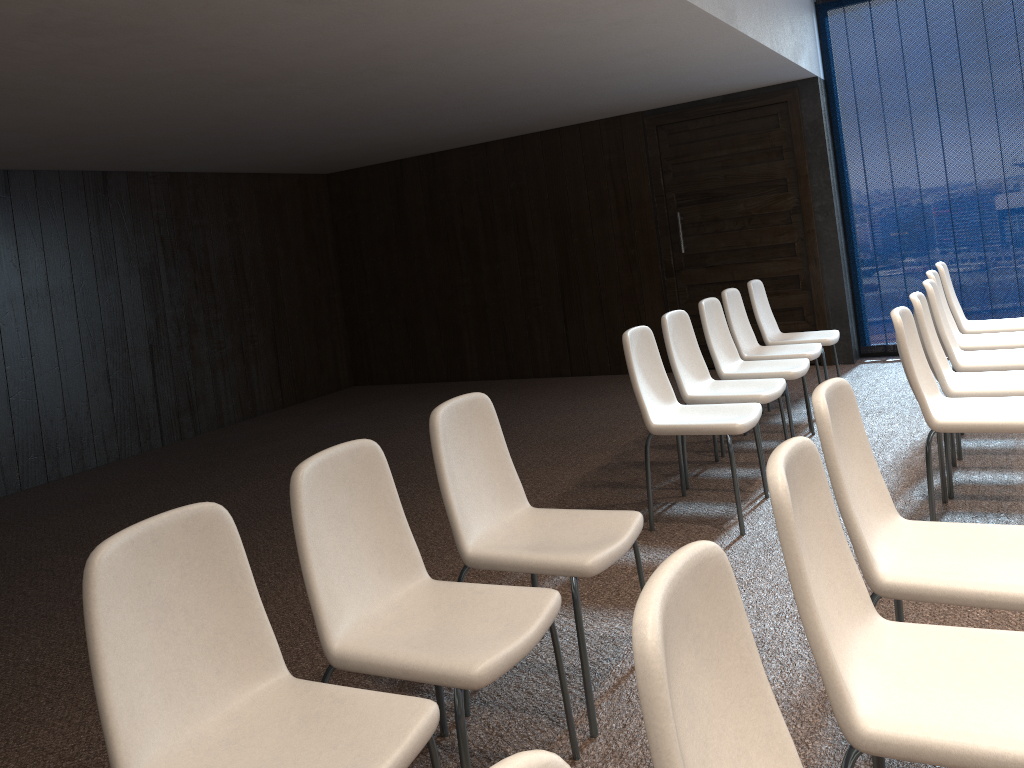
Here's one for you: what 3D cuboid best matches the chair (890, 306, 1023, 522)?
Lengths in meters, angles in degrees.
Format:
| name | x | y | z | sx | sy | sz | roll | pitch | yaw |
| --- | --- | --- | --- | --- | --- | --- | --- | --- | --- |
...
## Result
| name | x | y | z | sx | sy | sz | roll | pitch | yaw |
| --- | --- | --- | --- | --- | --- | --- | --- | --- | --- |
| chair | 1.891 | 0.121 | 3.545 | 0.554 | 0.897 | 0.538 | -6 | 3 | 32 |

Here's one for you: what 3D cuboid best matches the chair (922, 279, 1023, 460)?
| name | x | y | z | sx | sy | sz | roll | pitch | yaw |
| --- | --- | --- | --- | --- | --- | --- | --- | --- | --- |
| chair | 2.503 | -0.120 | 4.574 | 0.554 | 0.897 | 0.538 | -6 | 3 | 29 |

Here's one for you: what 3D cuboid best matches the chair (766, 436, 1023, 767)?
| name | x | y | z | sx | sy | sz | roll | pitch | yaw |
| --- | --- | --- | --- | --- | --- | --- | --- | --- | --- |
| chair | 0.821 | 0.562 | 1.621 | 0.554 | 0.897 | 0.538 | -6 | 3 | 29 |

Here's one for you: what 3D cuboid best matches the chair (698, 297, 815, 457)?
| name | x | y | z | sx | sy | sz | roll | pitch | yaw |
| --- | --- | --- | --- | --- | --- | --- | --- | --- | --- |
| chair | 1.454 | -0.081 | 5.190 | 0.554 | 0.897 | 0.538 | -6 | 3 | 30 |

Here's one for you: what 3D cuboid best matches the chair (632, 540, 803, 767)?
| name | x | y | z | sx | sy | sz | roll | pitch | yaw |
| --- | --- | --- | --- | --- | --- | --- | --- | --- | --- |
| chair | 0.499 | 0.687 | 1.092 | 0.554 | 0.897 | 0.538 | -6 | 3 | 28 |

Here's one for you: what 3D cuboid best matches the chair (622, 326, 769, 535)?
| name | x | y | z | sx | sy | sz | roll | pitch | yaw |
| --- | --- | --- | --- | --- | --- | --- | --- | --- | --- |
| chair | 0.868 | 0.163 | 4.117 | 0.554 | 0.897 | 0.538 | -6 | 3 | 29 |

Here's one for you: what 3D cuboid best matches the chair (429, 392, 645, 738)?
| name | x | y | z | sx | sy | sz | roll | pitch | yaw |
| --- | --- | --- | --- | --- | --- | --- | --- | --- | --- |
| chair | 0.097 | 0.480 | 2.736 | 0.554 | 0.897 | 0.538 | -6 | 3 | 29 |

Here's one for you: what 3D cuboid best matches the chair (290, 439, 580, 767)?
| name | x | y | z | sx | sy | sz | roll | pitch | yaw |
| --- | --- | --- | --- | --- | --- | --- | --- | --- | --- |
| chair | -0.195 | 0.603 | 2.194 | 0.554 | 0.897 | 0.538 | -6 | 3 | 29 |

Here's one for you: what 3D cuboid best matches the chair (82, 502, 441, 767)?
| name | x | y | z | sx | sy | sz | roll | pitch | yaw |
| --- | --- | --- | --- | --- | --- | --- | --- | --- | --- |
| chair | -0.470 | 0.714 | 1.713 | 0.554 | 0.897 | 0.538 | -6 | 3 | 30 |

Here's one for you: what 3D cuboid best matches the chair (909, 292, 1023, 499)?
| name | x | y | z | sx | sy | sz | roll | pitch | yaw |
| --- | --- | --- | --- | --- | --- | --- | --- | --- | --- |
| chair | 2.190 | 0.005 | 4.038 | 0.554 | 0.897 | 0.538 | -6 | 3 | 29 |

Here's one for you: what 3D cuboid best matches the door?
| name | x | y | z | sx | sy | sz | roll | pitch | yaw |
| --- | --- | --- | --- | --- | --- | --- | --- | --- | --- |
| door | 2.020 | -1.336 | 7.891 | 1.390 | 2.399 | 0.272 | -6 | 1 | 30 |

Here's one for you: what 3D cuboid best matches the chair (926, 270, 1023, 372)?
| name | x | y | z | sx | sy | sz | roll | pitch | yaw |
| --- | --- | --- | --- | --- | --- | --- | --- | --- | --- |
| chair | 2.779 | -0.241 | 5.120 | 0.554 | 0.897 | 0.538 | -6 | 3 | 30 |

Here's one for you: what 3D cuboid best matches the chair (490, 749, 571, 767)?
| name | x | y | z | sx | sy | sz | roll | pitch | yaw |
| --- | --- | --- | --- | --- | --- | --- | --- | --- | --- |
| chair | 0.215 | 0.802 | 0.591 | 0.554 | 0.897 | 0.538 | -6 | 3 | 32 |

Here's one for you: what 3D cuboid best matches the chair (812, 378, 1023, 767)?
| name | x | y | z | sx | sy | sz | roll | pitch | yaw |
| --- | --- | --- | --- | --- | --- | --- | --- | --- | --- |
| chair | 1.102 | 0.437 | 2.184 | 0.554 | 0.897 | 0.538 | -6 | 3 | 32 |

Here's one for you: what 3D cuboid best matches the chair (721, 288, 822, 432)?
| name | x | y | z | sx | sy | sz | roll | pitch | yaw |
| --- | --- | --- | --- | --- | --- | --- | --- | --- | --- |
| chair | 1.715 | -0.198 | 5.717 | 0.554 | 0.897 | 0.538 | -6 | 3 | 30 |

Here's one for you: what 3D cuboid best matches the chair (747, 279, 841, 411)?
| name | x | y | z | sx | sy | sz | roll | pitch | yaw |
| --- | --- | --- | --- | --- | --- | --- | --- | --- | --- |
| chair | 2.017 | -0.315 | 6.212 | 0.554 | 0.897 | 0.538 | -6 | 3 | 29 |

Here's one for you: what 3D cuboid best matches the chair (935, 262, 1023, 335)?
| name | x | y | z | sx | sy | sz | roll | pitch | yaw |
| --- | --- | --- | --- | --- | --- | --- | --- | --- | --- |
| chair | 3.089 | -0.364 | 5.645 | 0.554 | 0.897 | 0.538 | -6 | 3 | 30 |

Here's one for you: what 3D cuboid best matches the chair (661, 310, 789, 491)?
| name | x | y | z | sx | sy | sz | roll | pitch | yaw |
| --- | --- | --- | --- | --- | --- | --- | --- | --- | --- |
| chair | 1.146 | 0.041 | 4.667 | 0.554 | 0.897 | 0.538 | -6 | 3 | 32 |
